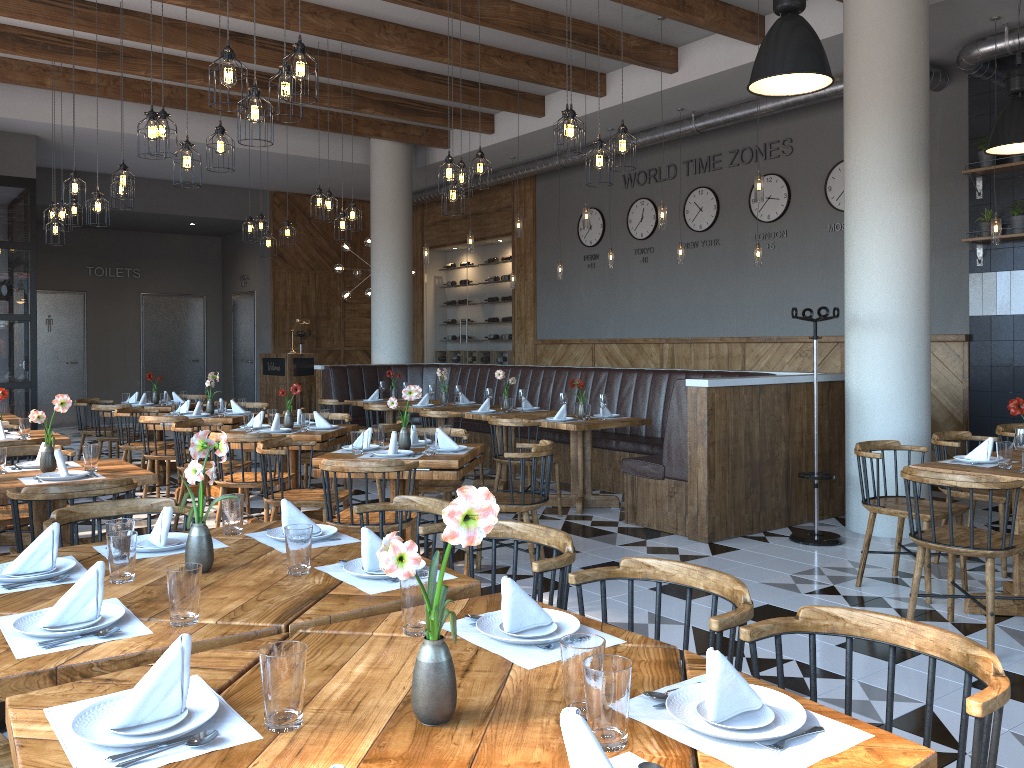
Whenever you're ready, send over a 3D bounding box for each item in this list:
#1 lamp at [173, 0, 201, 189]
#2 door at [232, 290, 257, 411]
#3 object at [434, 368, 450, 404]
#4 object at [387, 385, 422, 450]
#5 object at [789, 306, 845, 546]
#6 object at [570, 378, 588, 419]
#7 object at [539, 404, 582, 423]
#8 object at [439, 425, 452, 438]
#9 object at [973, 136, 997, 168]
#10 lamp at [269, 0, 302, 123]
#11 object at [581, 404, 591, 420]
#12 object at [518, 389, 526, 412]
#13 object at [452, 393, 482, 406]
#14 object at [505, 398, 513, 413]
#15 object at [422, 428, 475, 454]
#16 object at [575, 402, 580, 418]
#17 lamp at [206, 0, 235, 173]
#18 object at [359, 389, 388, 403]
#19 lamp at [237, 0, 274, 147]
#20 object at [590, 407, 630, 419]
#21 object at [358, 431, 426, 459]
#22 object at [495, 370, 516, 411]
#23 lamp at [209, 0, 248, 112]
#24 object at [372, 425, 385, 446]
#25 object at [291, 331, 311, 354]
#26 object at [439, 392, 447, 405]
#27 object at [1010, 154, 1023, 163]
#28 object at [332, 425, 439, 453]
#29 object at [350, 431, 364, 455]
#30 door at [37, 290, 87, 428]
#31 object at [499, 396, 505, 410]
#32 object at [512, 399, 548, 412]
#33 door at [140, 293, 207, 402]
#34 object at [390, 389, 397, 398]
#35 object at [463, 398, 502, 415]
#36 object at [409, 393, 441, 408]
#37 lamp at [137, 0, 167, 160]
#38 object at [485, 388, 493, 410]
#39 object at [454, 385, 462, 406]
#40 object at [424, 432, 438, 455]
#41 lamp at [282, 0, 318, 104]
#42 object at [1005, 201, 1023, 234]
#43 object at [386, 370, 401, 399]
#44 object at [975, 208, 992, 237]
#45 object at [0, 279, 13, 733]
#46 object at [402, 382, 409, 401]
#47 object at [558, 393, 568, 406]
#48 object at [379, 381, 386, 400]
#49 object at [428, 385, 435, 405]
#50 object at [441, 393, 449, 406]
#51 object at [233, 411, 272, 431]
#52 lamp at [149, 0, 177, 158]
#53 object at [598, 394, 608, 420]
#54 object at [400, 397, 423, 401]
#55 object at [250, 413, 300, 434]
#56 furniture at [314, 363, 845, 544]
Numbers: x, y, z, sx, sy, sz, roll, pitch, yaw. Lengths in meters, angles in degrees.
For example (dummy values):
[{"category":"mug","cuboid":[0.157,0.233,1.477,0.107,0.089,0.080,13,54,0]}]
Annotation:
[{"category":"lamp","cuboid":[-2.147,-2.339,5.842,0.175,2.070,0.175,0,0,-18]},{"category":"door","cuboid":[-4.937,-0.491,16.266,0.114,2.393,1.207,0,1,-37]},{"category":"object","cuboid":[-0.740,0.027,9.395,0.146,0.400,0.206,-1,1,-29]},{"category":"object","cuboid":[-0.650,0.205,5.383,0.206,0.400,0.146,-1,0,-17]},{"category":"object","cuboid":[2.159,0.284,6.295,0.374,1.658,0.374,0,0,31]},{"category":"object","cuboid":[0.567,0.122,7.603,0.171,0.355,0.156,-1,1,-34]},{"category":"object","cuboid":[0.402,0.239,7.452,0.272,0.137,0.352,-2,3,-36]},{"category":"object","cuboid":[-0.422,0.328,5.606,0.080,0.132,0.080,0,1,18]},{"category":"object","cuboid":[4.352,-2.120,8.124,0.235,0.300,0.172,1,1,43]},{"category":"lamp","cuboid":[-1.235,-2.472,4.803,0.175,2.070,0.175,0,0,28]},{"category":"object","cuboid":[0.627,0.238,7.489,0.080,0.132,0.080,0,1,38]},{"category":"object","cuboid":[0.095,0.159,8.397,0.081,0.215,0.081,0,0,17]},{"category":"object","cuboid":[-0.503,0.150,9.549,0.272,0.137,0.352,-2,3,-36]},{"category":"object","cuboid":[-0.030,0.202,8.373,0.080,0.132,0.080,-1,1,-32]},{"category":"object","cuboid":[-0.392,0.336,5.377,0.272,0.137,0.352,0,2,9]},{"category":"object","cuboid":[0.587,0.227,7.752,0.080,0.132,0.080,-1,1,-37]},{"category":"lamp","cuboid":[-1.972,-2.477,5.978,0.175,2.070,0.175,0,0,39]},{"category":"object","cuboid":[-1.586,0.130,10.124,0.272,0.137,0.352,-2,3,-36]},{"category":"lamp","cuboid":[-1.343,-2.289,4.618,0.175,2.070,0.175,0,0,39]},{"category":"object","cuboid":[0.828,0.222,7.758,0.272,0.137,0.352,-2,3,-36]},{"category":"object","cuboid":[-0.694,0.348,5.149,0.352,0.137,0.272,0,2,8]},{"category":"object","cuboid":[-0.063,0.061,8.530,0.206,0.400,0.146,-1,1,-34]},{"category":"lamp","cuboid":[-1.417,-2.410,4.409,0.175,2.070,0.175,0,0,6]},{"category":"object","cuboid":[-0.850,0.328,5.656,0.080,0.132,0.080,0,1,18]},{"category":"object","cuboid":[-3.617,-0.082,15.202,0.374,1.658,0.374,0,0,-14]},{"category":"object","cuboid":[-0.743,0.154,9.541,0.080,0.132,0.080,-1,1,-37]},{"category":"object","cuboid":[4.513,-2.094,7.906,0.173,0.268,0.189,-1,1,-19]},{"category":"object","cuboid":[-0.756,0.330,5.539,0.577,0.137,0.582,0,2,8]},{"category":"object","cuboid":[-0.912,0.348,5.226,0.080,0.132,0.080,0,1,28]},{"category":"door","cuboid":[-8.053,-0.436,15.425,1.207,2.393,0.114,-1,0,-37]},{"category":"object","cuboid":[-0.085,0.190,8.657,0.080,0.132,0.080,-1,1,-37]},{"category":"object","cuboid":[0.158,0.186,8.659,0.272,0.137,0.352,-2,3,-36]},{"category":"door","cuboid":[-6.357,-0.502,16.686,1.207,2.393,0.114,-1,0,-37]},{"category":"object","cuboid":[-1.362,0.130,10.163,0.080,0.132,0.080,0,1,38]},{"category":"object","cuboid":[-0.269,0.202,8.353,0.272,0.137,0.352,-2,3,-36]},{"category":"object","cuboid":[-0.930,0.166,9.242,0.272,0.137,0.352,-2,3,-36]},{"category":"lamp","cuboid":[-2.341,-2.508,5.747,0.175,2.070,0.175,0,0,-29]},{"category":"object","cuboid":[-0.224,0.150,8.642,0.081,0.215,0.081,0,0,17]},{"category":"object","cuboid":[-0.562,0.123,9.280,0.081,0.215,0.081,0,0,-6]},{"category":"object","cuboid":[-0.474,0.348,5.168,0.080,0.132,0.080,0,1,28]},{"category":"lamp","cuboid":[-1.114,-2.522,4.634,0.175,2.070,0.175,0,0,39]},{"category":"object","cuboid":[4.519,-1.482,7.905,0.235,0.300,0.172,1,1,43]},{"category":"object","cuboid":[-1.382,0.013,10.288,0.156,0.355,0.171,-1,1,-43]},{"category":"object","cuboid":[4.352,-1.474,8.129,0.173,0.268,0.189,-1,1,-19]},{"category":"object","cuboid":[-2.033,0.441,3.293,0.374,1.658,0.374,0,0,36]},{"category":"object","cuboid":[-1.221,0.087,10.166,0.081,0.215,0.081,0,0,-6]},{"category":"object","cuboid":[0.446,0.186,7.740,0.081,0.215,0.081,-1,0,-28]},{"category":"object","cuboid":[-1.523,0.079,10.389,0.081,0.215,0.081,0,1,45]},{"category":"object","cuboid":[-0.864,0.115,9.503,0.081,0.215,0.081,0,1,45]},{"category":"object","cuboid":[-0.703,0.166,9.277,0.080,0.132,0.080,0,1,38]},{"category":"object","cuboid":[-1.992,0.277,6.890,0.272,0.137,0.352,0,2,9]},{"category":"lamp","cuboid":[-2.350,-2.574,5.955,0.175,2.070,0.175,0,0,-18]},{"category":"object","cuboid":[0.768,0.196,7.492,0.081,0.215,0.081,0,0,22]},{"category":"object","cuboid":[-1.159,0.114,10.430,0.272,0.137,0.352,-2,3,-36]},{"category":"object","cuboid":[-1.762,0.289,6.590,0.352,0.137,0.272,0,2,8]},{"category":"furniture","cuboid":[0.175,0.410,9.397,1.918,1.150,6.590,-2,3,-37]}]
